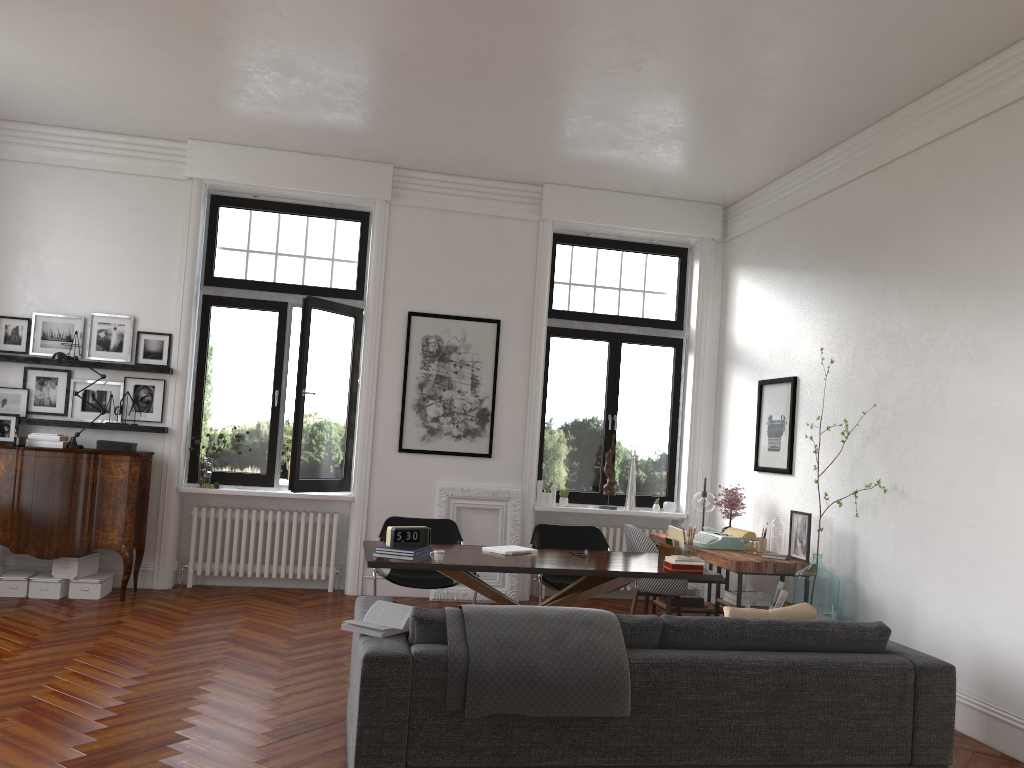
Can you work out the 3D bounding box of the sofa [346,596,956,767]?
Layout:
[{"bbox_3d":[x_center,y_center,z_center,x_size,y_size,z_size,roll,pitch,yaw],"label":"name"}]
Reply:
[{"bbox_3d":[0.567,1.458,4.310,2.645,0.828,1.263,4,-3,-11],"label":"sofa"}]

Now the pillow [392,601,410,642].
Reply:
[{"bbox_3d":[-0.325,1.186,4.074,0.469,0.396,0.331,2,-3,26],"label":"pillow"}]

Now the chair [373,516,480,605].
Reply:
[{"bbox_3d":[-0.668,1.454,6.530,0.753,0.872,0.746,4,-3,-11],"label":"chair"}]

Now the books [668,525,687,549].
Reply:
[{"bbox_3d":[1.148,1.113,6.127,0.043,0.239,0.310,4,-3,-11],"label":"books"}]

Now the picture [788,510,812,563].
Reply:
[{"bbox_3d":[2.197,1.161,6.770,0.023,0.369,0.282,4,-3,-11],"label":"picture"}]

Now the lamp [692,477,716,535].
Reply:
[{"bbox_3d":[1.738,1.123,8.044,0.207,0.549,0.442,3,-3,12],"label":"lamp"}]

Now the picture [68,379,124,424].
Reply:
[{"bbox_3d":[-3.639,0.154,7.760,0.434,0.364,0.020,4,-3,-11],"label":"picture"}]

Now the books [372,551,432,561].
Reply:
[{"bbox_3d":[-0.680,1.058,5.530,0.264,0.027,0.348,3,-4,14],"label":"books"}]

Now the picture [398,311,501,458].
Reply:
[{"bbox_3d":[-0.584,0.012,8.375,0.883,1.322,0.035,4,-3,-11],"label":"picture"}]

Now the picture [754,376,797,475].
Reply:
[{"bbox_3d":[2.268,0.358,7.633,0.050,0.815,0.634,4,-3,-11],"label":"picture"}]

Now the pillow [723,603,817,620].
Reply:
[{"bbox_3d":[1.212,1.273,4.276,0.486,0.460,0.225,4,-3,-11],"label":"pillow"}]

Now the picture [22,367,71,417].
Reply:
[{"bbox_3d":[-4.040,0.066,7.684,0.373,0.406,0.020,4,-3,-11],"label":"picture"}]

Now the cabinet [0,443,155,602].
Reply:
[{"bbox_3d":[-3.729,1.141,7.342,1.266,1.217,0.640,4,-3,-11],"label":"cabinet"}]

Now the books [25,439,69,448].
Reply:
[{"bbox_3d":[-3.865,0.499,7.384,0.294,0.057,0.230,5,-4,-11],"label":"books"}]

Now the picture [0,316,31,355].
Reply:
[{"bbox_3d":[-4.306,-0.422,7.646,0.267,0.315,0.020,4,-3,-11],"label":"picture"}]

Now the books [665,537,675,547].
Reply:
[{"bbox_3d":[1.100,1.145,6.137,0.041,0.157,0.128,4,-3,-11],"label":"books"}]

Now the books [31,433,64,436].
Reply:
[{"bbox_3d":[-3.859,0.419,7.371,0.200,0.014,0.179,5,-4,-11],"label":"books"}]

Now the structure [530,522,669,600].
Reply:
[{"bbox_3d":[0.905,1.809,8.855,1.454,0.777,0.225,4,-3,-11],"label":"structure"}]

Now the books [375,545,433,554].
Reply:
[{"bbox_3d":[-0.667,1.019,5.521,0.250,0.017,0.345,3,-4,14],"label":"books"}]

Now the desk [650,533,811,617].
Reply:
[{"bbox_3d":[1.743,1.737,7.387,0.647,0.757,1.799,4,-4,-11],"label":"desk"}]

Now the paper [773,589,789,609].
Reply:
[{"bbox_3d":[1.791,1.726,6.223,0.047,0.609,0.330,5,-3,-31],"label":"paper"}]

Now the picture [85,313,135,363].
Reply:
[{"bbox_3d":[-3.534,-0.408,7.797,0.369,0.408,0.020,4,-3,-11],"label":"picture"}]

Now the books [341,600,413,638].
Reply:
[{"bbox_3d":[-0.566,1.022,3.877,0.224,0.096,0.279,2,-4,31],"label":"books"}]

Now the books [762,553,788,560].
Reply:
[{"bbox_3d":[2.007,1.322,6.823,0.213,0.031,0.129,2,-4,26],"label":"books"}]

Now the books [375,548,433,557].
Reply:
[{"bbox_3d":[-0.669,1.036,5.520,0.250,0.017,0.345,3,-4,14],"label":"books"}]

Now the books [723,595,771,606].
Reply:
[{"bbox_3d":[1.781,1.633,6.678,0.309,0.038,0.226,5,-4,-12],"label":"books"}]

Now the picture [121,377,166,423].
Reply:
[{"bbox_3d":[-3.259,0.141,7.837,0.343,0.384,0.020,4,-3,-11],"label":"picture"}]

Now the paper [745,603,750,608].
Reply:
[{"bbox_3d":[1.685,1.800,6.313,0.073,0.478,0.033,3,-3,26],"label":"paper"}]

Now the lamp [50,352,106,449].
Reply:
[{"bbox_3d":[-3.679,0.148,7.502,0.174,0.802,0.491,1,-4,44],"label":"lamp"}]

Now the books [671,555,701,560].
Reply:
[{"bbox_3d":[1.138,1.134,5.799,0.159,0.008,0.128,4,-4,-10],"label":"books"}]

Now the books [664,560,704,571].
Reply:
[{"bbox_3d":[1.118,1.184,5.777,0.215,0.040,0.159,4,-4,-9],"label":"books"}]

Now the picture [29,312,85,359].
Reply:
[{"bbox_3d":[-3.957,-0.420,7.715,0.415,0.367,0.020,4,-3,-11],"label":"picture"}]

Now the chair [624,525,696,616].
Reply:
[{"bbox_3d":[1.173,1.617,7.261,0.548,0.899,0.716,5,-3,-18],"label":"chair"}]

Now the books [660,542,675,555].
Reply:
[{"bbox_3d":[1.062,1.161,6.085,0.028,0.124,0.221,4,-3,-11],"label":"books"}]

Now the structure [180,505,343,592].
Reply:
[{"bbox_3d":[-2.299,1.556,8.235,1.454,0.777,0.225,4,-3,-11],"label":"structure"}]

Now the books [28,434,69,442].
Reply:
[{"bbox_3d":[-3.862,0.449,7.392,0.239,0.044,0.255,5,-4,-11],"label":"books"}]

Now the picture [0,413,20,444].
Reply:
[{"bbox_3d":[-4.275,0.375,7.468,0.213,0.257,0.020,4,-3,-11],"label":"picture"}]

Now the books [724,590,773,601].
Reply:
[{"bbox_3d":[1.791,1.599,6.689,0.309,0.038,0.226,5,-4,-11],"label":"books"}]

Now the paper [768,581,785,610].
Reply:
[{"bbox_3d":[1.836,1.743,6.421,0.294,0.625,0.047,5,-3,-18],"label":"paper"}]

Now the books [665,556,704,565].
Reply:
[{"bbox_3d":[1.127,1.152,5.785,0.207,0.028,0.164,5,-4,-13],"label":"books"}]

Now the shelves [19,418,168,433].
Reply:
[{"bbox_3d":[-3.779,0.349,7.657,1.515,0.055,0.156,5,-4,-11],"label":"shelves"}]

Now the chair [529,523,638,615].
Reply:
[{"bbox_3d":[0.484,1.545,6.753,0.753,0.872,0.746,4,-3,-11],"label":"chair"}]

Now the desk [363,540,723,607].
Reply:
[{"bbox_3d":[0.126,1.522,5.872,2.227,0.750,1.030,4,-3,-11],"label":"desk"}]

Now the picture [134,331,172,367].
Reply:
[{"bbox_3d":[-3.181,-0.306,7.863,0.290,0.303,0.020,4,-3,-11],"label":"picture"}]

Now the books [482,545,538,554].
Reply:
[{"bbox_3d":[-0.012,1.143,6.103,0.231,0.026,0.326,0,-5,44],"label":"books"}]

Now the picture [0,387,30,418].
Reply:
[{"bbox_3d":[-4.311,0.156,7.603,0.300,0.253,0.020,4,-3,-11],"label":"picture"}]

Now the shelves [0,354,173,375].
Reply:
[{"bbox_3d":[-3.744,-0.172,7.679,1.515,0.055,0.158,5,-4,-11],"label":"shelves"}]
